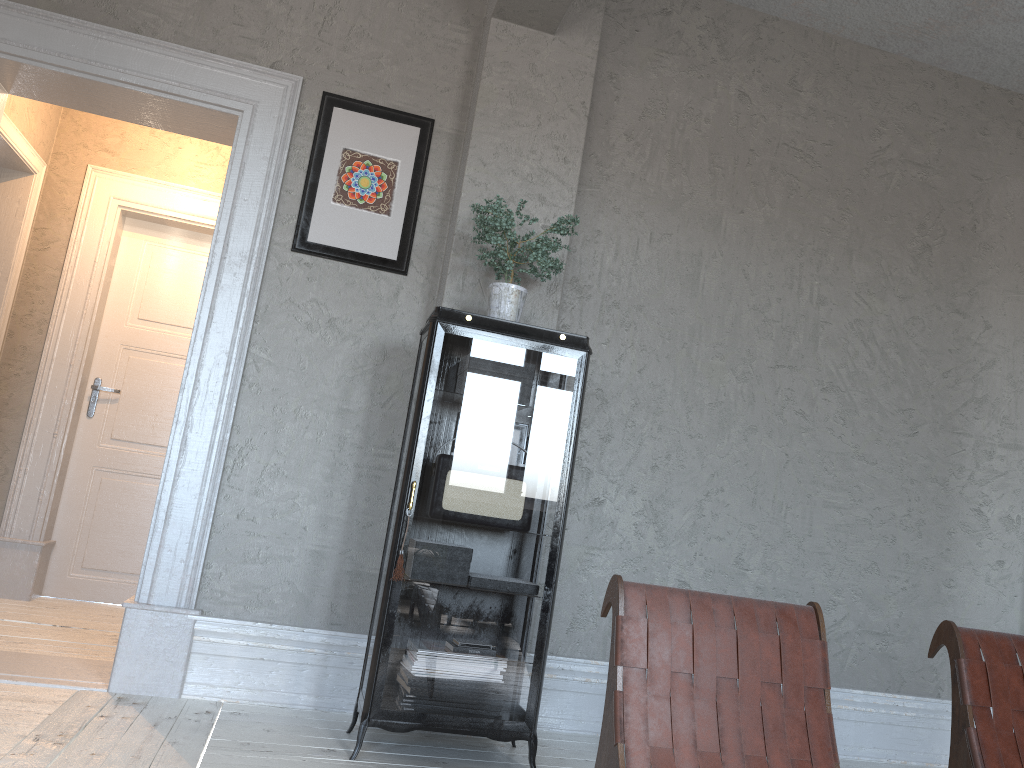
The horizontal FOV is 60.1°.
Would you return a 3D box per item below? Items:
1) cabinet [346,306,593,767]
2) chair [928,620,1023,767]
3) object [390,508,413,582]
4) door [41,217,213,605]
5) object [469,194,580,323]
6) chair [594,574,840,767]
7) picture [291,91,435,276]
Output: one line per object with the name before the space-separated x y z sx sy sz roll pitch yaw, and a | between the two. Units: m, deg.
cabinet | -0.131 0.519 3.066 0.624 1.473 0.344 11 -9 -13
chair | 1.333 0.919 1.725 0.512 0.721 1.006 11 -9 -12
object | -0.349 0.514 2.833 0.039 0.234 0.046 3 -11 33
door | -2.043 0.158 5.107 0.811 2.194 0.079 11 -9 -14
object | 0.027 -0.446 3.223 0.397 0.507 0.415 8 -9 3
chair | 0.507 0.764 1.519 0.512 0.721 1.006 11 -9 -12
picture | -0.593 -0.809 3.575 0.463 0.678 0.019 11 -9 -14
